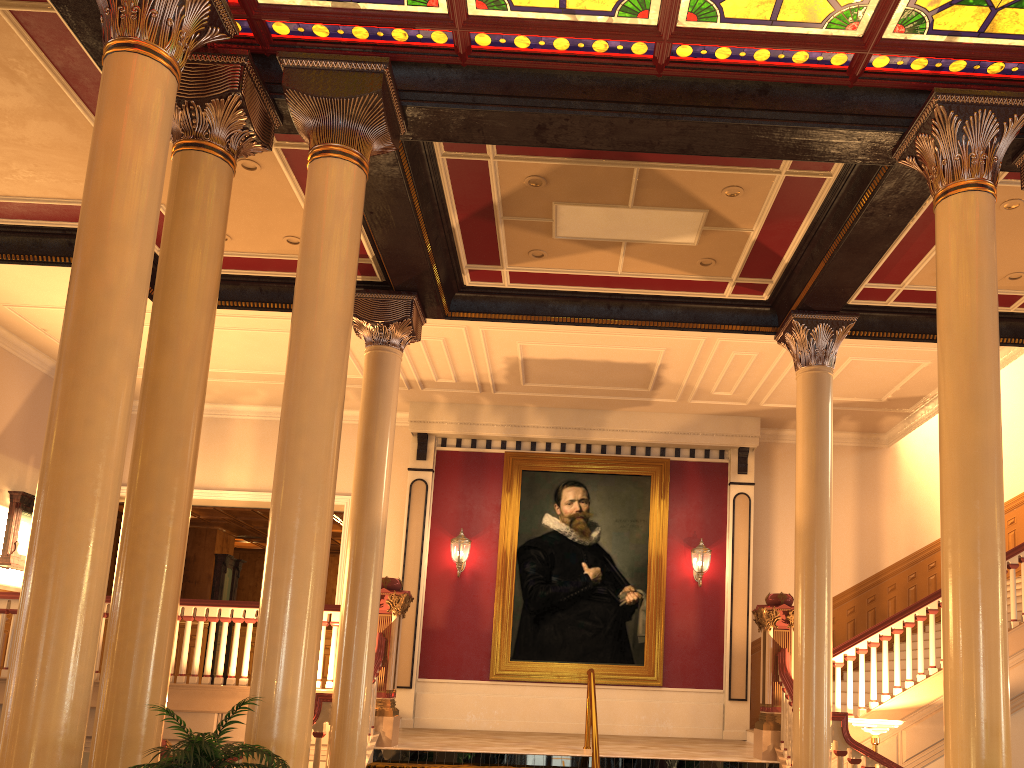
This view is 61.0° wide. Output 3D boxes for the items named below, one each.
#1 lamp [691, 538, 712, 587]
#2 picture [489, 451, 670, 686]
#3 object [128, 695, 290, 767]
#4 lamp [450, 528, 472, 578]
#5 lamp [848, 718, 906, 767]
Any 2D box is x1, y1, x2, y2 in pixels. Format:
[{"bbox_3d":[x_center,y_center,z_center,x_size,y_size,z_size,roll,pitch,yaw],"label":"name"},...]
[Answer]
[{"bbox_3d":[2.805,2.663,12.941,0.318,0.709,0.407,3,-12,2],"label":"lamp"},{"bbox_3d":[1.050,2.731,13.029,2.546,3.355,0.056,3,-10,-1],"label":"picture"},{"bbox_3d":[-1.447,2.490,3.928,1.097,2.090,1.051,5,-12,-10],"label":"object"},{"bbox_3d":[-0.762,2.500,12.854,0.318,0.709,0.407,3,-12,2],"label":"lamp"},{"bbox_3d":[3.544,4.301,8.474,0.566,1.955,0.611,-1,-11,19],"label":"lamp"}]
